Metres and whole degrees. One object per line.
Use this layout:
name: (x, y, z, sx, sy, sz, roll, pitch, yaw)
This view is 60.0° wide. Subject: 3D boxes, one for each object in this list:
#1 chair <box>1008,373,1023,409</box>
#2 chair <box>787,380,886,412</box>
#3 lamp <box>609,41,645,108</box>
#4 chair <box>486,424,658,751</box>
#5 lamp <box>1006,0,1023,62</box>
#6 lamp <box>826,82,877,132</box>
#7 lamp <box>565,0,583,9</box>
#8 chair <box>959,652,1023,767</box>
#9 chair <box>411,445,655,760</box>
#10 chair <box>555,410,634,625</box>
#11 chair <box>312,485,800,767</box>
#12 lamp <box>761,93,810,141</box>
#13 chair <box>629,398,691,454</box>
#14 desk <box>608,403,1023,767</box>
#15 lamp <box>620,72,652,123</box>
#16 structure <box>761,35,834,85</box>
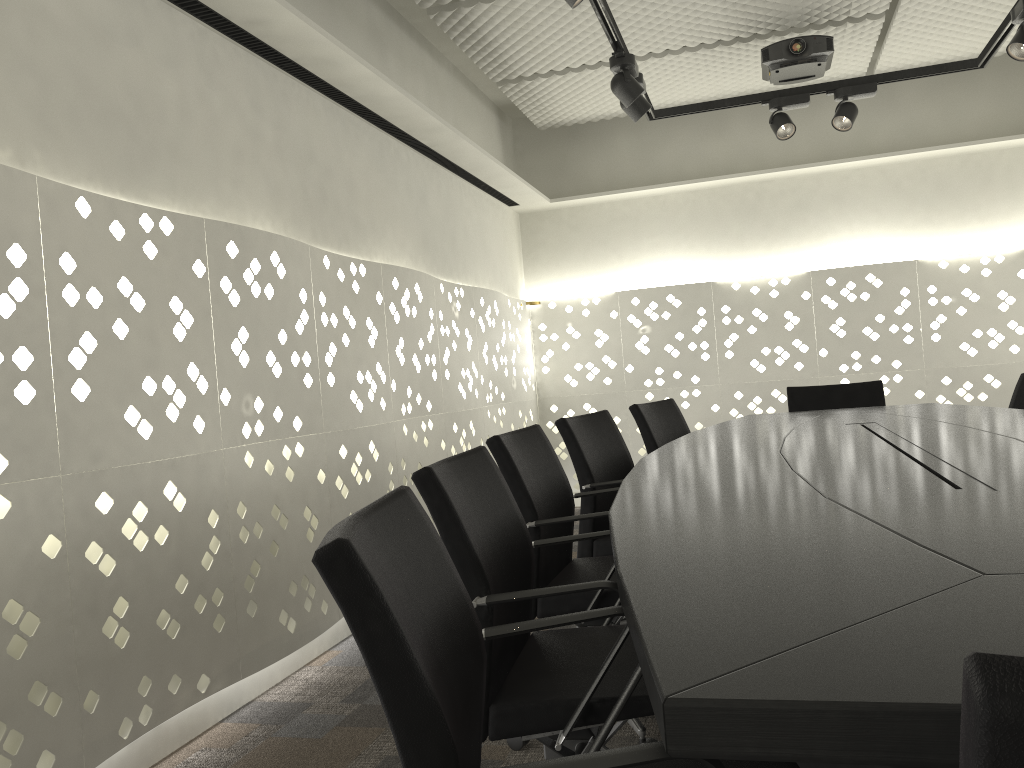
chair: (1.813, 0.351, 3.235, 0.579, 0.757, 0.559, -5, 0, 6)
chair: (1.451, 0.378, 3.833, 0.559, 0.757, 0.579, -5, 0, 21)
lamp: (0.439, -1.154, 3.356, 0.126, 0.224, 0.213, -5, 0, 19)
chair: (0.241, 0.480, 2.290, 0.579, 0.757, 0.559, -5, 0, 21)
lamp: (1.820, -1.264, 3.141, 0.126, 0.224, 0.213, -5, 0, 19)
lamp: (1.520, -1.242, 3.951, 0.214, 0.224, 0.118, -5, 0, 5)
lamp: (0.169, -1.129, 2.411, 0.126, 0.224, 0.213, -5, 0, 19)
chair: (0.455, 0.468, 0.507, 0.559, 0.757, 0.579, -5, 0, 21)
chair: (0.128, 0.491, 1.604, 0.579, 0.757, 0.559, -5, 0, 16)
chair: (0.460, 0.461, 2.888, 0.579, 0.757, 0.559, -5, 0, 31)
chair: (0.082, 0.496, 0.991, 0.579, 0.757, 0.559, -5, 0, 6)
lamp: (1.245, -1.220, 4.021, 0.213, 0.224, 0.126, -5, 0, 19)
chair: (0.790, 0.432, 3.547, 0.579, 0.757, 0.559, -4, 0, 36)
desk: (0.942, 0.475, 2.127, 1.223, 0.658, 3.364, -5, 0, 16)
lamp: (0.501, -1.159, 3.571, 0.126, 0.224, 0.213, -5, 0, 19)
structure: (1.383, -1.571, 4.311, 0.327, 0.144, 0.371, -5, 0, 16)
